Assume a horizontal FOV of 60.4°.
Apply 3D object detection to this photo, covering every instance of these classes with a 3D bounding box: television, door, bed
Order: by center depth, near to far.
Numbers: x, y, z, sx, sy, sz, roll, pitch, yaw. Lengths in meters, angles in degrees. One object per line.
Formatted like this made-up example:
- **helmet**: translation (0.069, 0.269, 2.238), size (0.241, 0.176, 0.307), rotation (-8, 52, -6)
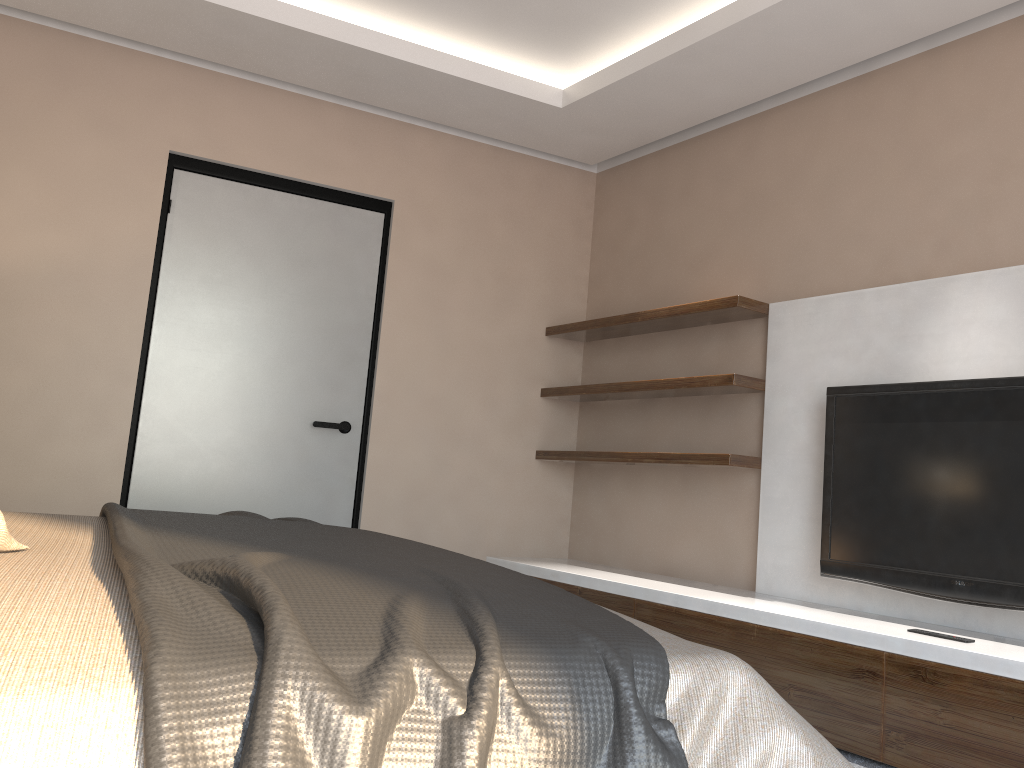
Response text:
- **bed**: translation (-0.861, 0.545, 1.410), size (2.397, 0.625, 2.184), rotation (7, -7, -26)
- **television**: translation (1.497, 0.347, 2.841), size (0.152, 0.716, 1.043), rotation (10, -9, -34)
- **door**: translation (-1.154, 0.078, 4.012), size (1.045, 2.098, 0.147), rotation (8, -8, -27)

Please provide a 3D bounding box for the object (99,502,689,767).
- **object**: translation (-0.430, 0.424, 1.656), size (0.647, 0.323, 1.955), rotation (7, -7, -25)

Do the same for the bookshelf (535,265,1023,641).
- **bookshelf**: translation (1.469, 0.202, 2.922), size (0.243, 1.206, 4.285), rotation (10, -9, -35)

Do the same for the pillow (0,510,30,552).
- **pillow**: translation (-1.157, -0.057, 1.256), size (0.939, 0.519, 1.201), rotation (7, -7, -24)

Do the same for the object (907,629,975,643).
- **object**: translation (1.306, 0.767, 2.683), size (0.053, 0.008, 0.197), rotation (8, -8, -31)

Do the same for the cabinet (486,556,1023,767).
- **cabinet**: translation (1.299, 0.967, 2.767), size (0.475, 0.370, 4.323), rotation (9, -8, -35)
